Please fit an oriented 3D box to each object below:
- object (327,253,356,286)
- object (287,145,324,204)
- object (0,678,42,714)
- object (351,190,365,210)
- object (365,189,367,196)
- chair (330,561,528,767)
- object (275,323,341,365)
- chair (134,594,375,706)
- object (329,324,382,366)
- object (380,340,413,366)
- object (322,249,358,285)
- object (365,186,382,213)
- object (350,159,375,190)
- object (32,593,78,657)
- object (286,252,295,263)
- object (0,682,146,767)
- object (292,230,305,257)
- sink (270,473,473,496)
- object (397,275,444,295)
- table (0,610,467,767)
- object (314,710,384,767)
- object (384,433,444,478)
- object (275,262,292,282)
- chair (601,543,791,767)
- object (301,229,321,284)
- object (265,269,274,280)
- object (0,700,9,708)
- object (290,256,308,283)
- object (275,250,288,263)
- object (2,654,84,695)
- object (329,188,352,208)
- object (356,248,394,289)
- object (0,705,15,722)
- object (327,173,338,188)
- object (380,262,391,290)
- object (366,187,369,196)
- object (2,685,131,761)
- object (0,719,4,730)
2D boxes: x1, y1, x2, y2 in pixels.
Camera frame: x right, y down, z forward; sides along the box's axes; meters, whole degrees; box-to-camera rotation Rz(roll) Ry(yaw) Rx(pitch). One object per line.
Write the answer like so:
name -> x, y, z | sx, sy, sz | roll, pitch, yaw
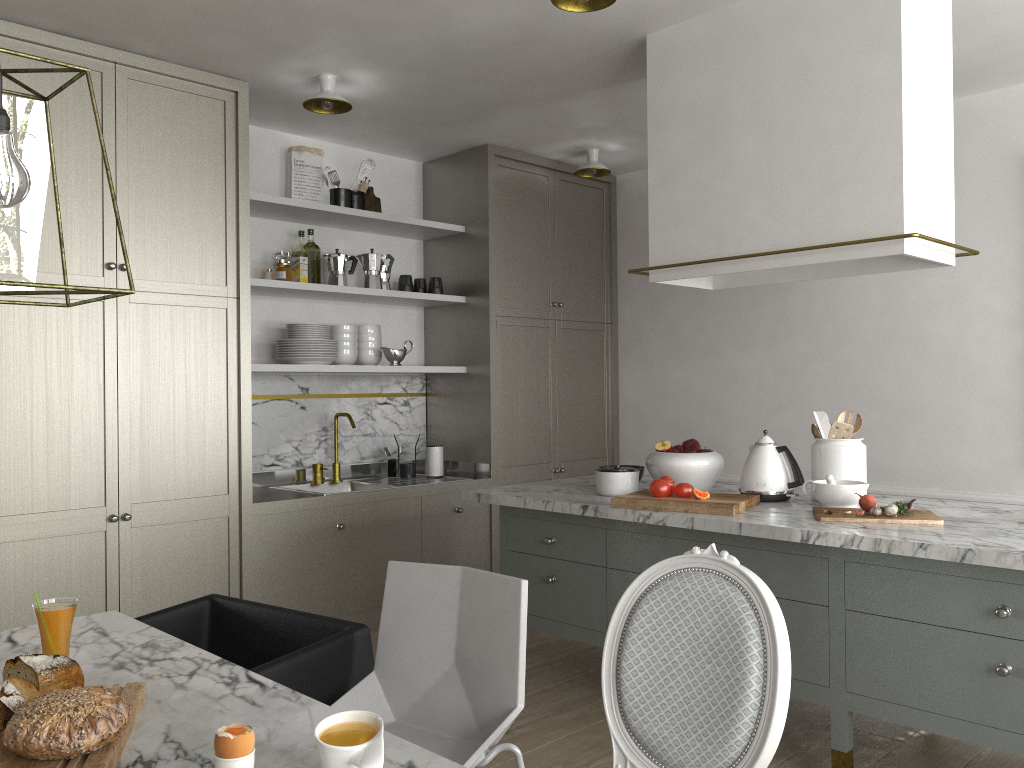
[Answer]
object -> -0.815, -0.543, 4.223 | 0.138, 0.167, 0.087 | -1, 0, 41
object -> -1.003, -0.992, 4.328 | 0.183, 0.327, 0.074 | 0, 0, -35
object -> -0.737, 0.478, 1.336 | 0.079, 0.067, 0.074 | -1, 0, 17
object -> -0.793, -0.894, 4.446 | 0.112, 0.128, 0.112 | -1, 0, 29
object -> -0.749, -0.923, 4.542 | 0.092, 0.185, 0.023 | 0, 0, -35
chair -> -0.217, 0.752, 1.677 | 0.470, 0.745, 0.439 | -1, 0, 35
object -> -0.965, -0.184, 4.194 | 0.300, 0.195, 0.306 | -1, 0, 42
chair -> -0.652, 0.833, 1.967 | 0.569, 0.597, 0.609 | -1, 0, 35
object -> -0.794, -0.195, 4.504 | 0.149, 0.216, 0.309 | -1, 0, 38
object -> -0.583, -0.156, 4.504 | 0.102, 0.135, 0.210 | -1, 0, 38
object -> -0.851, -0.565, 4.393 | 0.175, 0.212, 0.111 | -1, 0, -9
object -> -0.714, -0.922, 4.540 | 0.092, 0.183, 0.038 | 0, 0, -35
object -> -0.740, -1.027, 4.376 | 0.135, 0.187, 0.070 | 0, 0, -41
object -> -0.790, 0.447, 1.535 | 0.071, 0.188, 0.071 | 0, 0, -24
object -> -1.070, -0.544, 4.248 | 0.059, 0.172, 0.059 | -1, 0, -18
object -> -0.709, 0.526, 1.317 | 0.260, 0.031, 0.360 | -1, 0, -15
object -> -1.018, -0.600, 4.290 | 0.066, 0.282, 0.066 | -1, 0, 35
sink -> -0.672, 0.570, 4.348 | 0.877, 0.174, 0.475 | 0, 0, -45
object -> -0.501, -0.510, 4.654 | 0.264, 0.098, 0.173 | 0, 0, -36
table -> -0.643, 0.831, 1.205 | 0.870, 0.583, 1.781 | 0, 0, -45
object -> -0.198, 0.492, 1.163 | 0.138, 0.085, 0.089 | -1, 0, 41
object -> -0.510, 0.368, 4.599 | 0.307, 0.229, 0.144 | -1, 0, -1
object -> -1.061, -0.510, 4.119 | 0.078, 0.101, 0.078 | -1, 0, 1
chair -> 0.181, 0.697, 1.395 | 0.480, 0.833, 0.505 | -1, 0, 43
object -> -0.959, -0.600, 4.233 | 0.089, 0.282, 0.082 | -1, 0, 40
object -> -1.144, -0.500, 4.176 | 0.046, 0.084, 0.046 | -1, 0, -18
object -> -0.793, 0.484, 1.354 | 0.083, 0.057, 0.072 | -1, 0, 21
object -> -1.011, -0.529, 4.212 | 0.077, 0.141, 0.044 | -1, 0, 40
object -> -1.086, -0.545, 4.185 | 0.059, 0.172, 0.059 | -1, 0, 18
object -> -0.751, 0.470, 1.426 | 0.086, 0.087, 0.090 | -1, 0, 23
object -> -0.839, -0.889, 4.343 | 0.108, 0.118, 0.108 | -1, 0, 37
object -> -0.679, -0.566, 4.392 | 0.175, 0.212, 0.111 | -1, 0, 16
object -> -0.793, 0.485, 1.325 | 0.083, 0.055, 0.073 | -1, 0, 22
object -> -0.878, -0.976, 4.390 | 0.085, 0.148, 0.050 | -1, 0, 18
object -> -0.663, -0.543, 4.549 | 0.087, 0.167, 0.138 | -1, 0, -21
object -> -0.725, -0.922, 4.540 | 0.092, 0.183, 0.038 | 0, 0, -35
object -> -0.627, 0.473, 1.256 | 0.157, 0.075, 0.151 | -1, 0, -9
object -> -0.798, 0.504, 1.295 | 0.077, 0.017, 0.068 | -1, 0, 23
